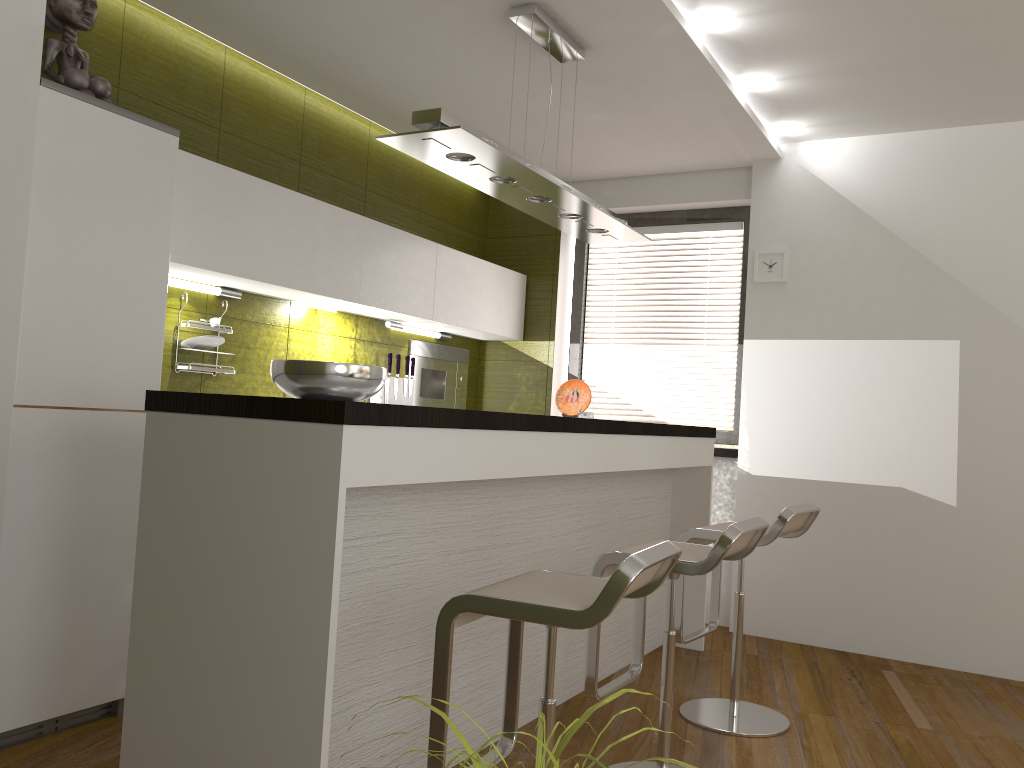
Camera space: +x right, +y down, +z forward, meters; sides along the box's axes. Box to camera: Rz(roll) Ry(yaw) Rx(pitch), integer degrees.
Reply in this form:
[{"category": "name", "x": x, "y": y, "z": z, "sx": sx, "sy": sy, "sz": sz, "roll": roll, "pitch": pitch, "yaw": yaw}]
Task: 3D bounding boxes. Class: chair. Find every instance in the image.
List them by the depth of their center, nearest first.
[{"category": "chair", "x": 0.097, "y": 0.774, "z": 1.995, "sx": 0.460, "sy": 0.857, "sz": 0.418, "roll": 2, "pitch": -2, "yaw": 24}, {"category": "chair", "x": 0.504, "y": 0.827, "z": 2.735, "sx": 0.460, "sy": 0.857, "sz": 0.418, "roll": 2, "pitch": -3, "yaw": 29}, {"category": "chair", "x": 0.911, "y": 0.881, "z": 3.475, "sx": 0.460, "sy": 0.857, "sz": 0.418, "roll": 2, "pitch": -3, "yaw": 34}]

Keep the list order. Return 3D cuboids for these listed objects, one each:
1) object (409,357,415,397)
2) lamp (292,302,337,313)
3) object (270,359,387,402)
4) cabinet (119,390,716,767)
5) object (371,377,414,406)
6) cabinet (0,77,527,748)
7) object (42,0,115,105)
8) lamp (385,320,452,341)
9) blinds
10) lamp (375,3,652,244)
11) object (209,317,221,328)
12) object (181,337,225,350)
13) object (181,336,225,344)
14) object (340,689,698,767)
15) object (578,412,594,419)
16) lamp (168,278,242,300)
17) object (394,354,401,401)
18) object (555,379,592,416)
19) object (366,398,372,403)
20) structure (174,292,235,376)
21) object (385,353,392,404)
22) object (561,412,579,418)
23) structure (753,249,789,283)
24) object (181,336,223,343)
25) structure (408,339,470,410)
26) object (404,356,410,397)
[{"category": "object", "x": -0.574, "y": -0.038, "z": 5.052, "sx": 0.013, "sy": 0.231, "sz": 0.040, "roll": 2, "pitch": -3, "yaw": 29}, {"category": "lamp", "x": -1.010, "y": -0.391, "z": 4.546, "sx": 0.008, "sy": 0.008, "sz": 0.334, "roll": 2, "pitch": -3, "yaw": 29}, {"category": "object", "x": -0.504, "y": -0.001, "z": 2.434, "sx": 0.311, "sy": 0.105, "sz": 0.311, "roll": 1, "pitch": -3, "yaw": 42}, {"category": "cabinet", "x": 0.016, "y": 0.685, "z": 3.405, "sx": 0.663, "sy": 1.134, "sz": 2.947, "roll": 2, "pitch": -3, "yaw": 29}, {"category": "object", "x": -0.670, "y": 0.075, "z": 4.969, "sx": 0.107, "sy": 0.227, "sz": 0.293, "roll": 2, "pitch": -3, "yaw": 29}, {"category": "cabinet", "x": -0.999, "y": 0.184, "z": 4.393, "sx": 0.724, "sy": 2.089, "sz": 3.471, "roll": 2, "pitch": -3, "yaw": 29}, {"category": "object", "x": -1.548, "y": -1.188, "z": 3.163, "sx": 0.304, "sy": 0.488, "sz": 0.195, "roll": 2, "pitch": -2, "yaw": 27}, {"category": "lamp", "x": -0.547, "y": -0.315, "z": 5.297, "sx": 0.095, "sy": 0.041, "sz": 0.716, "roll": 2, "pitch": -3, "yaw": 29}, {"category": "blinds", "x": -0.022, "y": -2.788, "z": 9.684, "sx": 16.000, "sy": 12.704, "sz": 9.030, "roll": 4, "pitch": -2, "yaw": -21}, {"category": "lamp", "x": 0.127, "y": -1.066, "z": 3.511, "sx": 0.326, "sy": 0.683, "sz": 1.677, "roll": 2, "pitch": -3, "yaw": 29}, {"category": "object", "x": -1.314, "y": -0.270, "z": 3.918, "sx": 0.046, "sy": 0.053, "sz": 0.051, "roll": 5, "pitch": -3, "yaw": -29}, {"category": "object", "x": -1.327, "y": -0.175, "z": 3.810, "sx": 0.173, "sy": 0.052, "sz": 0.181, "roll": 2, "pitch": -3, "yaw": 29}, {"category": "object", "x": -1.328, "y": -0.178, "z": 3.811, "sx": 0.173, "sy": 0.052, "sz": 0.181, "roll": 2, "pitch": -3, "yaw": 29}, {"category": "object", "x": -0.002, "y": 0.692, "z": 0.666, "sx": 0.585, "sy": 0.904, "sz": 0.606, "roll": 4, "pitch": -2, "yaw": -2}, {"category": "object", "x": 0.462, "y": 0.262, "z": 5.610, "sx": 0.106, "sy": 0.169, "sz": 0.057, "roll": 2, "pitch": -2, "yaw": 23}, {"category": "lamp", "x": -1.427, "y": -0.428, "z": 3.761, "sx": 0.041, "sy": 0.041, "sz": 0.715, "roll": 2, "pitch": -3, "yaw": 29}, {"category": "object", "x": -0.642, "y": -0.035, "z": 4.930, "sx": 0.013, "sy": 0.264, "sz": 0.042, "roll": 2, "pitch": -3, "yaw": 29}, {"category": "object", "x": 0.290, "y": 0.065, "z": 4.210, "sx": 0.184, "sy": 0.178, "sz": 0.055, "roll": 2, "pitch": -2, "yaw": 25}, {"category": "object", "x": -0.776, "y": 0.104, "z": 4.790, "sx": 0.059, "sy": 0.121, "sz": 0.059, "roll": 4, "pitch": -2, "yaw": -4}, {"category": "structure", "x": -1.330, "y": -0.211, "z": 3.872, "sx": 0.110, "sy": 0.346, "sz": 0.266, "roll": 2, "pitch": -3, "yaw": 29}, {"category": "object", "x": -0.682, "y": -0.003, "z": 4.859, "sx": 0.013, "sy": 0.339, "sz": 0.046, "roll": 2, "pitch": -3, "yaw": 29}, {"category": "object", "x": 0.289, "y": 0.102, "z": 4.207, "sx": 0.088, "sy": 0.131, "sz": 0.072, "roll": 2, "pitch": -2, "yaw": 24}, {"category": "structure", "x": 1.450, "y": -0.659, "z": 4.969, "sx": 0.180, "sy": 0.180, "sz": 0.026, "roll": 2, "pitch": -3, "yaw": 29}, {"category": "object", "x": -1.328, "y": -0.181, "z": 3.811, "sx": 0.173, "sy": 0.052, "sz": 0.181, "roll": 2, "pitch": -3, "yaw": 29}, {"category": "structure", "x": -0.454, "y": -0.011, "z": 5.557, "sx": 0.015, "sy": 0.469, "sz": 0.663, "roll": 2, "pitch": -3, "yaw": 29}, {"category": "object", "x": -0.598, "y": -0.040, "z": 5.008, "sx": 0.013, "sy": 0.243, "sz": 0.036, "roll": 2, "pitch": -3, "yaw": 29}]
